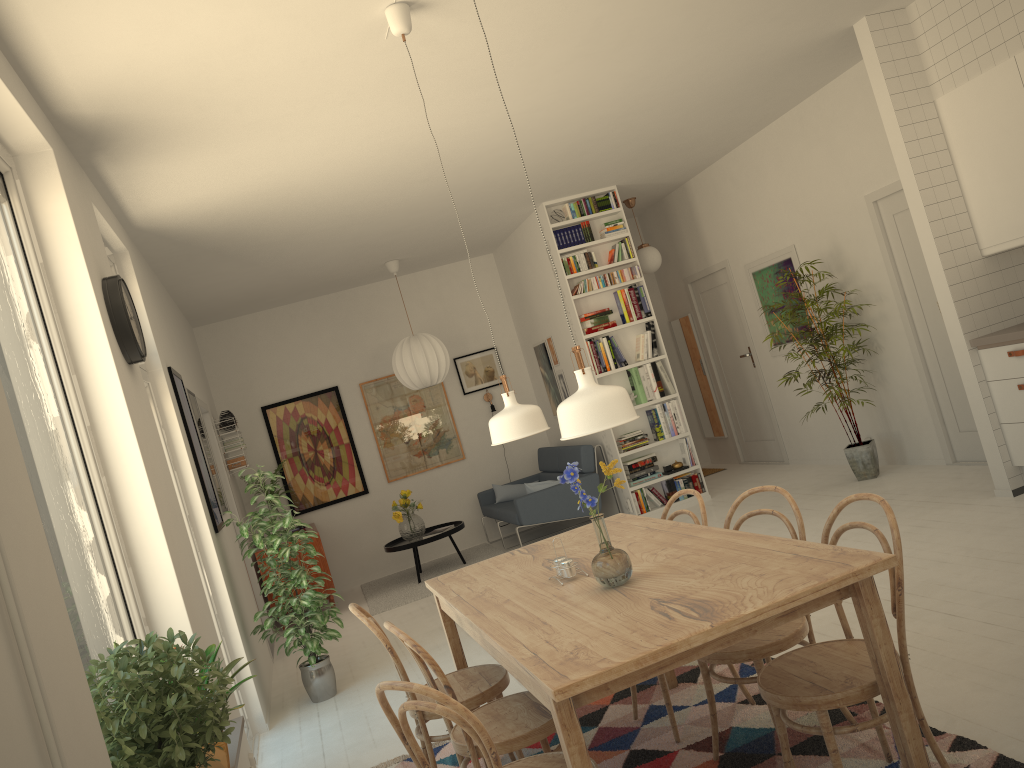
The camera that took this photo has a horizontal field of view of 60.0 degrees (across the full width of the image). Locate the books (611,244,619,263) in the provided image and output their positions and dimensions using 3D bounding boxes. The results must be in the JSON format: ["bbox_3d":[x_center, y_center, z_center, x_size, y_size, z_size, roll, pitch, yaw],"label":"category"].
[{"bbox_3d":[0.897,-1.147,7.935,0.092,0.165,0.222,-16,-1,-15],"label":"books"}]

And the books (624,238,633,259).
[{"bbox_3d":[1.013,-1.193,7.955,0.014,0.188,0.218,-16,-1,-15],"label":"books"}]

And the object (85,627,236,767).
[{"bbox_3d":[-0.828,0.870,2.110,0.383,0.561,0.394,-16,-1,-17],"label":"object"}]

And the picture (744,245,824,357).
[{"bbox_3d":[2.367,-0.704,7.771,0.012,0.877,0.821,-16,-1,-15],"label":"picture"}]

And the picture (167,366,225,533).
[{"bbox_3d":[-1.905,0.402,5.372,0.018,0.999,0.545,-16,-1,-15],"label":"picture"}]

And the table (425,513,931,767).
[{"bbox_3d":[0.385,0.962,2.853,0.895,0.749,1.796,-16,-1,-15],"label":"table"}]

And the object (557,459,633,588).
[{"bbox_3d":[0.252,0.406,2.621,0.206,0.389,0.145,-17,-1,37],"label":"object"}]

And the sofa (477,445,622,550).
[{"bbox_3d":[0.270,1.059,8.431,0.964,0.773,1.602,-16,-1,-15],"label":"sofa"}]

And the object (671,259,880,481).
[{"bbox_3d":[2.118,0.004,7.205,0.779,1.712,2.086,-16,-1,-34],"label":"object"}]

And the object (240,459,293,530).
[{"bbox_3d":[-2.294,1.111,8.530,0.476,0.686,0.397,-16,-1,-13],"label":"object"}]

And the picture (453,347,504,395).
[{"bbox_3d":[-0.339,-0.138,9.360,0.482,0.402,0.015,-16,-1,-15],"label":"picture"}]

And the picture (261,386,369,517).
[{"bbox_3d":[-1.965,0.667,8.866,0.779,1.134,0.018,-16,-1,-15],"label":"picture"}]

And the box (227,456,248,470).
[{"bbox_3d":[-2.447,0.704,7.897,0.152,0.084,0.265,-16,-1,-15],"label":"box"}]

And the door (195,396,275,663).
[{"bbox_3d":[-2.555,1.225,6.834,0.882,2.033,0.954,-16,-1,-15],"label":"door"}]

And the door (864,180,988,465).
[{"bbox_3d":[3.020,-0.446,5.970,0.166,2.033,0.954,-16,-1,-15],"label":"door"}]

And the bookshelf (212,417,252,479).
[{"bbox_3d":[-2.534,0.560,8.073,0.184,0.565,0.694,-16,-1,-15],"label":"bookshelf"}]

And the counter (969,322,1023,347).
[{"bbox_3d":[2.471,-0.149,2.541,2.858,0.163,4.841,-16,-1,-15],"label":"counter"}]

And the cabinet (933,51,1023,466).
[{"bbox_3d":[2.359,-0.531,2.549,2.854,2.160,4.841,-16,-1,-15],"label":"cabinet"}]

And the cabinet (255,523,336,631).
[{"bbox_3d":[-1.954,1.742,8.097,0.546,0.727,1.261,-16,-1,-15],"label":"cabinet"}]

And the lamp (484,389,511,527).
[{"bbox_3d":[-0.185,0.770,9.247,0.360,1.416,0.112,-16,-1,-15],"label":"lamp"}]

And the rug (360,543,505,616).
[{"bbox_3d":[-0.695,1.740,8.080,1.305,0.012,1.660,-16,-1,-13],"label":"rug"}]

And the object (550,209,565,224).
[{"bbox_3d":[0.399,-1.466,7.766,0.131,0.131,0.131,-16,-1,-20],"label":"object"}]

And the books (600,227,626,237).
[{"bbox_3d":[0.889,-1.349,7.940,0.200,0.018,0.208,-16,-1,-15],"label":"books"}]

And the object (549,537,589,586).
[{"bbox_3d":[0.164,0.567,2.888,0.095,0.138,0.154,-16,-1,-15],"label":"object"}]

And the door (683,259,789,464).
[{"bbox_3d":[2.273,-0.189,8.889,0.166,2.033,0.954,-16,-1,-15],"label":"door"}]

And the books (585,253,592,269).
[{"bbox_3d":[0.644,-1.065,7.854,0.024,0.155,0.206,-16,-1,-15],"label":"books"}]

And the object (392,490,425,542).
[{"bbox_3d":[-0.959,1.210,8.138,0.291,0.471,0.361,-17,-1,23],"label":"object"}]

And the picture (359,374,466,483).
[{"bbox_3d":[-1.021,0.389,9.137,0.838,1.053,0.012,-16,-1,-15],"label":"picture"}]

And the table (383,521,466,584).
[{"bbox_3d":[-0.754,1.558,8.126,0.761,0.386,0.761,-17,-1,1],"label":"table"}]

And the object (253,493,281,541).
[{"bbox_3d":[-2.183,1.196,7.888,0.160,0.445,0.158,-17,-1,25],"label":"object"}]

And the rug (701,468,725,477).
[{"bbox_3d":[1.733,1.037,9.363,0.942,0.002,0.552,-16,-1,-15],"label":"rug"}]

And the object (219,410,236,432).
[{"bbox_3d":[-2.515,0.329,7.846,0.138,0.200,0.139,-17,-1,29],"label":"object"}]

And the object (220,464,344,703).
[{"bbox_3d":[-1.316,1.155,5.182,0.568,1.424,0.514,-17,-1,28],"label":"object"}]

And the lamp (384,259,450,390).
[{"bbox_3d":[-0.954,-0.560,8.295,0.535,1.229,0.536,-17,-1,19],"label":"lamp"}]

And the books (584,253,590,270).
[{"bbox_3d":[0.631,-1.064,7.831,0.013,0.159,0.176,-16,-1,-15],"label":"books"}]

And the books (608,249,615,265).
[{"bbox_3d":[0.868,-1.120,7.937,0.073,0.129,0.200,-16,-1,-15],"label":"books"}]

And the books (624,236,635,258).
[{"bbox_3d":[1.029,-1.204,7.958,0.022,0.199,0.212,-16,-1,-15],"label":"books"}]

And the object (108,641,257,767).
[{"bbox_3d":[-0.951,0.985,2.701,0.417,0.425,0.486,-16,-1,-8],"label":"object"}]

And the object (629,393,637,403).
[{"bbox_3d":[0.952,0.151,7.773,0.311,0.150,0.137,-17,-1,-7],"label":"object"}]

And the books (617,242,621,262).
[{"bbox_3d":[0.931,-1.159,7.931,0.065,0.168,0.228,-16,-1,-15],"label":"books"}]

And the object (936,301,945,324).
[{"bbox_3d":[2.739,-0.539,5.313,0.440,0.613,0.093,-16,-1,-16],"label":"object"}]

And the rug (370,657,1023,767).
[{"bbox_3d":[0.490,1.315,2.616,1.749,0.035,3.023,-16,-1,-15],"label":"rug"}]

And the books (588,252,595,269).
[{"bbox_3d":[0.675,-1.074,7.829,0.023,0.153,0.176,-16,-1,-15],"label":"books"}]

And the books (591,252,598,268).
[{"bbox_3d":[0.707,-1.077,7.857,0.020,0.145,0.189,-16,-1,-15],"label":"books"}]

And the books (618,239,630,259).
[{"bbox_3d":[0.992,-1.186,7.963,0.022,0.187,0.186,-16,-1,-15],"label":"books"}]

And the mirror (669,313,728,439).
[{"bbox_3d":[2.016,-0.070,9.638,0.029,1.370,0.500,-16,-1,-15],"label":"mirror"}]

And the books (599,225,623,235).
[{"bbox_3d":[0.871,-1.369,7.936,0.173,0.030,0.199,-16,-1,-25],"label":"books"}]

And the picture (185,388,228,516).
[{"bbox_3d":[-2.073,0.463,6.030,0.020,0.869,0.524,-16,-1,-15],"label":"picture"}]

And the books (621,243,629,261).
[{"bbox_3d":[0.975,-1.163,7.939,0.030,0.153,0.199,-16,-1,-15],"label":"books"}]

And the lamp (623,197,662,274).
[{"bbox_3d":[1.267,-1.457,8.756,0.275,0.767,0.274,-16,-1,-21],"label":"lamp"}]

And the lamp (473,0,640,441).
[{"bbox_3d":[0.017,-0.640,2.479,0.229,1.596,0.230,-17,-1,30],"label":"lamp"}]

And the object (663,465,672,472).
[{"bbox_3d":[1.373,0.745,7.822,0.058,0.055,0.058,-16,-1,-15],"label":"object"}]

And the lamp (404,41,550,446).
[{"bbox_3d":[-0.195,-0.567,3.308,0.229,1.596,0.230,-17,-1,20],"label":"lamp"}]

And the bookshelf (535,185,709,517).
[{"bbox_3d":[0.976,-0.267,7.864,0.710,2.901,0.248,-16,-1,-15],"label":"bookshelf"}]
